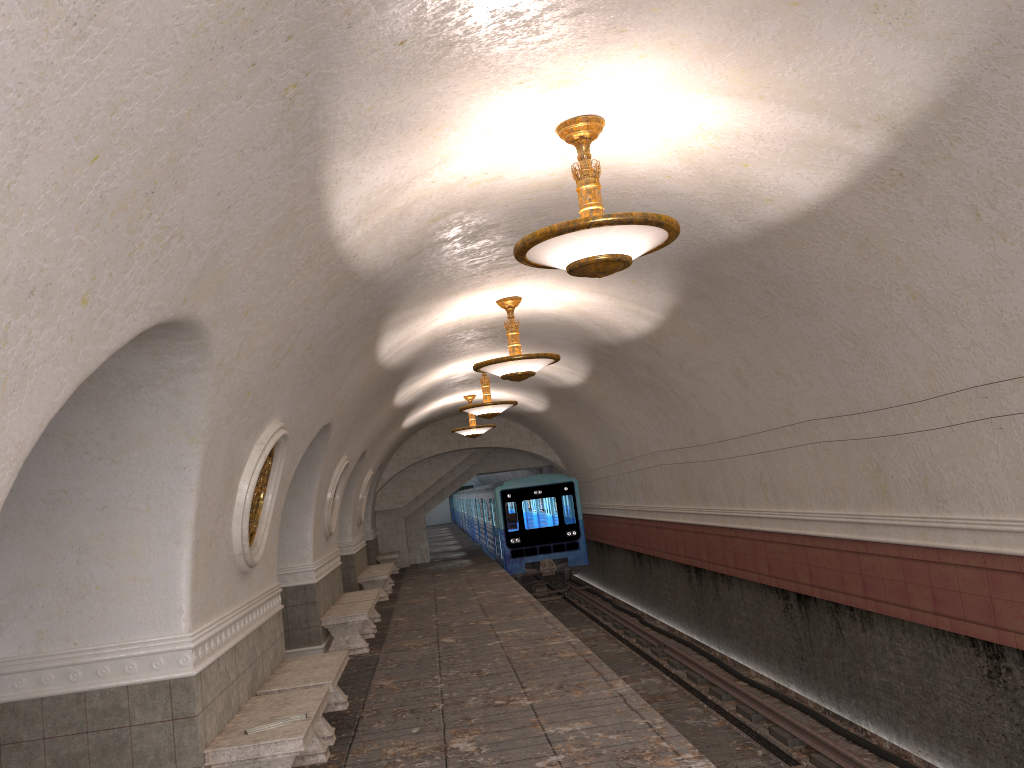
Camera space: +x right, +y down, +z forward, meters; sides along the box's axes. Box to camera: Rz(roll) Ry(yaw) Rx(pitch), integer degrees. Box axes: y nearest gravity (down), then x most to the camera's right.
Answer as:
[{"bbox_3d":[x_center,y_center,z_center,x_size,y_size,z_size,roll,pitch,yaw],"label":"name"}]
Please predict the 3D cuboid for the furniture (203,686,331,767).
[{"bbox_3d":[-1.640,2.569,6.194,0.613,0.508,1.509,-6,-7,-6],"label":"furniture"}]

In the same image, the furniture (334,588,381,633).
[{"bbox_3d":[-2.365,3.549,13.799,0.613,0.508,1.509,-6,-7,-6],"label":"furniture"}]

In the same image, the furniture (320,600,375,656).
[{"bbox_3d":[-2.206,3.335,12.139,0.613,0.508,1.509,-6,-7,-6],"label":"furniture"}]

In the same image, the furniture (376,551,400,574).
[{"bbox_3d":[-3.360,4.896,24.249,0.613,0.508,1.509,-6,-7,-6],"label":"furniture"}]

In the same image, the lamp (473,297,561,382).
[{"bbox_3d":[0.022,-0.494,10.153,1.008,0.955,1.008,-8,-7,10],"label":"lamp"}]

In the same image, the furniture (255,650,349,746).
[{"bbox_3d":[-1.798,2.783,7.854,0.613,0.508,1.509,-6,-7,-6],"label":"furniture"}]

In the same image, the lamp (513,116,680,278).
[{"bbox_3d":[0.476,-1.109,5.384,1.008,0.955,1.008,-4,-7,-22],"label":"lamp"}]

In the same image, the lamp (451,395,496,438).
[{"bbox_3d":[-0.887,0.735,19.689,1.008,0.955,1.008,-13,-9,39],"label":"lamp"}]

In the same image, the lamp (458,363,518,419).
[{"bbox_3d":[-0.432,0.120,14.920,1.008,0.955,1.008,-8,-7,10],"label":"lamp"}]

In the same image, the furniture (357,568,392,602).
[{"bbox_3d":[-2.767,4.094,18.026,0.613,0.508,1.509,-6,-7,-6],"label":"furniture"}]

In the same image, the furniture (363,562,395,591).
[{"bbox_3d":[-2.926,4.308,19.687,0.613,0.508,1.509,-6,-7,-6],"label":"furniture"}]
